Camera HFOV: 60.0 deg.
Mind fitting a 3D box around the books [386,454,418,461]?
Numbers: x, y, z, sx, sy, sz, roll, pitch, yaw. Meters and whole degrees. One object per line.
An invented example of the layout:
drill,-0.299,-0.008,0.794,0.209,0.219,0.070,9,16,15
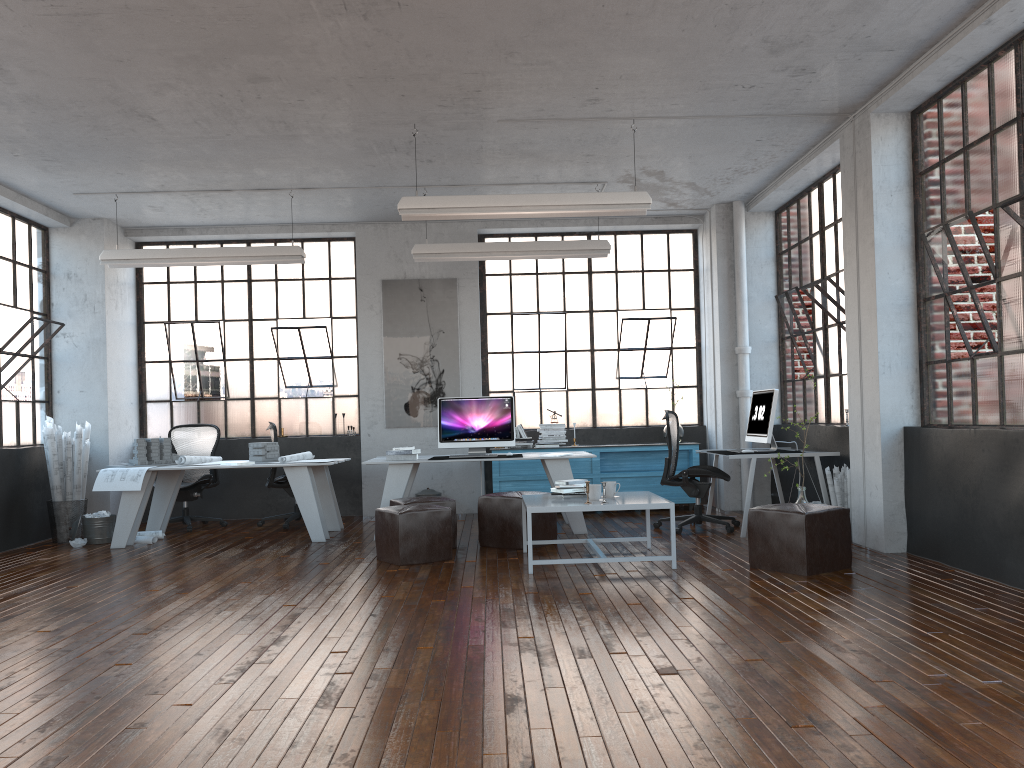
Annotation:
books,-0.995,0.665,8.055,0.271,0.050,0.200,-2,-2,-1

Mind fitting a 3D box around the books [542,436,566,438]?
books,0.468,0.588,9.873,0.256,0.013,0.161,-2,-2,-1

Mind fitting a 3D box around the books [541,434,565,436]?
books,0.457,0.564,9.876,0.254,0.012,0.161,-2,-2,-1

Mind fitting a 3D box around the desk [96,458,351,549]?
desk,-2.609,1.089,8.286,2.056,0.697,1.065,-2,-2,-1

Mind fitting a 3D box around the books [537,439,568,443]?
books,0.451,0.635,9.881,0.331,0.025,0.176,-2,-2,-1

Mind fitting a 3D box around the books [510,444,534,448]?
books,0.109,0.680,9.652,0.258,0.032,0.191,-2,-2,1

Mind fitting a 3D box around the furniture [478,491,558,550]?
furniture,0.047,1.118,7.314,0.503,0.460,0.503,-3,-2,37

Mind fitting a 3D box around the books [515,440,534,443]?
books,0.108,0.629,9.655,0.258,0.023,0.212,-2,-2,-1

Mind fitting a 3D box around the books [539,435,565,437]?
books,0.446,0.577,9.881,0.285,0.012,0.159,-2,-2,-1

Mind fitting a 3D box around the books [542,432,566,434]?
books,0.463,0.549,9.884,0.263,0.017,0.168,-2,-2,-1

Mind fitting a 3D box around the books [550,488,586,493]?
books,0.452,0.782,6.585,0.272,0.031,0.200,-1,-2,-26

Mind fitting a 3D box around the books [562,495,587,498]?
books,0.485,0.827,6.574,0.218,0.028,0.171,-2,-2,-1

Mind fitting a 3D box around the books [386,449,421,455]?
books,-0.982,0.617,8.032,0.257,0.044,0.193,-2,-2,19

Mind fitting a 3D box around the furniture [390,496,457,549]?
furniture,-0.735,1.150,7.292,0.479,0.439,0.480,-1,-2,-23

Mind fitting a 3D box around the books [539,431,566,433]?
books,0.453,0.533,9.898,0.288,0.016,0.182,-2,-2,-1

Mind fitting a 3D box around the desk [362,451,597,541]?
desk,-0.290,1.029,8.345,2.077,0.704,1.076,-2,-2,-1

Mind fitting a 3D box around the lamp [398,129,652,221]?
lamp,0.089,-1.572,6.606,1.877,0.628,0.202,-2,-1,-1

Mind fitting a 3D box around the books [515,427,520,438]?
books,0.070,0.588,9.871,0.065,0.224,0.161,-2,-1,-1

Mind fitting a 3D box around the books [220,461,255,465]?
books,-2.486,0.720,8.041,0.235,0.024,0.200,-3,-3,35

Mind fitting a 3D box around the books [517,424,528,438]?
books,0.141,0.583,9.877,0.169,0.284,0.176,-2,-1,-1

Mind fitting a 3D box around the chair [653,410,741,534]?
chair,1.671,0.768,8.043,0.792,1.085,0.771,-2,-1,2

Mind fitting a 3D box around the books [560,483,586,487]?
books,0.462,0.747,6.552,0.185,0.026,0.125,-3,-2,29

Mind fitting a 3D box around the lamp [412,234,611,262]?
lamp,-0.005,-1.294,8.393,1.877,0.205,0.202,-2,-1,-1

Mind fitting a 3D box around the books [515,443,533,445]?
books,0.100,0.652,9.646,0.242,0.023,0.191,-1,-2,-3

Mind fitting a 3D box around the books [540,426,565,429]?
books,0.450,0.487,9.882,0.273,0.021,0.174,-2,-2,-1

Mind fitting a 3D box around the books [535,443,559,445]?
books,0.380,0.655,9.663,0.251,0.012,0.202,-2,-2,0

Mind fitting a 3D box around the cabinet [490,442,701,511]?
cabinet,0.896,1.043,9.756,2.262,0.732,0.627,-2,-1,-1

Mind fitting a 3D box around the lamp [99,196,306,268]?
lamp,-2.899,-1.439,8.323,1.877,0.628,0.202,-2,-1,-1

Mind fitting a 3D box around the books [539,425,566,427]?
books,0.447,0.468,9.882,0.288,0.016,0.182,-2,-2,-1

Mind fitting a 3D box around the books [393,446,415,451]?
books,-0.981,0.586,8.048,0.185,0.030,0.153,-2,-2,-1

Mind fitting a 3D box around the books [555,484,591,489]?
books,0.461,0.764,6.582,0.275,0.014,0.200,-2,-2,-1

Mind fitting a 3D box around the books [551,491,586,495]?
books,0.451,0.805,6.586,0.274,0.025,0.210,-2,-2,19

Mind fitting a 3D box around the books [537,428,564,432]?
books,0.429,0.512,9.897,0.296,0.028,0.180,-2,-2,-1

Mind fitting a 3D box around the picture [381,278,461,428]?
picture,-1.007,-0.347,9.856,0.853,1.650,0.025,-2,-1,-1

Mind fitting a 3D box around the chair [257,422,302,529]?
chair,-2.274,0.929,9.302,0.792,1.085,0.771,-1,-1,-33

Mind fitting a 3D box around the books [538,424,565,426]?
books,0.441,0.452,9.871,0.288,0.016,0.182,-2,-2,-1

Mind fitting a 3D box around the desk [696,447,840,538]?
desk,2.267,0.949,7.998,0.933,0.688,1.227,-2,-2,-1

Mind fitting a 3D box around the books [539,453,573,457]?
books,0.400,0.640,8.011,0.205,0.019,0.243,-3,-3,38

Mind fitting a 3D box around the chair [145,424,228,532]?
chair,-3.363,0.957,9.208,0.770,1.085,0.793,-1,-1,-8

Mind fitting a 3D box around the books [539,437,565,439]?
books,0.445,0.604,9.897,0.288,0.016,0.182,-2,-2,-1

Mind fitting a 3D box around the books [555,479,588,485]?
books,0.439,0.724,6.553,0.202,0.026,0.141,0,-3,-31

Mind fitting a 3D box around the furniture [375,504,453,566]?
furniture,-0.742,1.130,6.678,0.470,0.431,0.471,-1,-2,-33

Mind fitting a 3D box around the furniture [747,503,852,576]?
furniture,1.905,1.028,5.881,0.503,0.460,0.503,-1,-2,-34

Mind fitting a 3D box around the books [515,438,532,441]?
books,0.098,0.604,9.652,0.239,0.028,0.191,-2,-2,1
